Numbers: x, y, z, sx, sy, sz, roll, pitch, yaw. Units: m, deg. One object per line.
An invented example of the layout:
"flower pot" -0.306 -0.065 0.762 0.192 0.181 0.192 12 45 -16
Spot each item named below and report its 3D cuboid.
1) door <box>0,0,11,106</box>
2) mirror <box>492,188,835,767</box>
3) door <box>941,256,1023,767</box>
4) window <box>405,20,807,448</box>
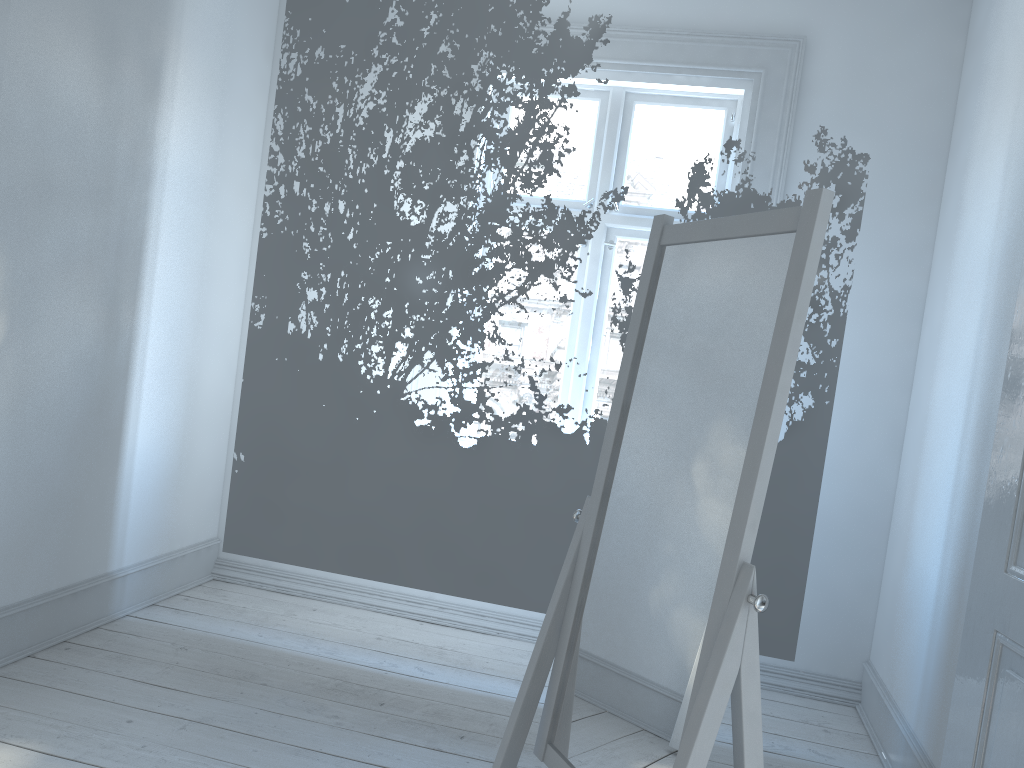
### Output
"door" -1.909 -0.368 1.089 0.577 2.507 2.598 8 3 12
"mirror" 0.247 0.406 1.622 0.417 1.490 0.609 6 3 -24
"door" 1.015 0.042 0.484 0.577 2.507 2.598 8 3 12
"window" 0.325 -0.524 3.630 1.455 1.847 0.375 8 3 12
